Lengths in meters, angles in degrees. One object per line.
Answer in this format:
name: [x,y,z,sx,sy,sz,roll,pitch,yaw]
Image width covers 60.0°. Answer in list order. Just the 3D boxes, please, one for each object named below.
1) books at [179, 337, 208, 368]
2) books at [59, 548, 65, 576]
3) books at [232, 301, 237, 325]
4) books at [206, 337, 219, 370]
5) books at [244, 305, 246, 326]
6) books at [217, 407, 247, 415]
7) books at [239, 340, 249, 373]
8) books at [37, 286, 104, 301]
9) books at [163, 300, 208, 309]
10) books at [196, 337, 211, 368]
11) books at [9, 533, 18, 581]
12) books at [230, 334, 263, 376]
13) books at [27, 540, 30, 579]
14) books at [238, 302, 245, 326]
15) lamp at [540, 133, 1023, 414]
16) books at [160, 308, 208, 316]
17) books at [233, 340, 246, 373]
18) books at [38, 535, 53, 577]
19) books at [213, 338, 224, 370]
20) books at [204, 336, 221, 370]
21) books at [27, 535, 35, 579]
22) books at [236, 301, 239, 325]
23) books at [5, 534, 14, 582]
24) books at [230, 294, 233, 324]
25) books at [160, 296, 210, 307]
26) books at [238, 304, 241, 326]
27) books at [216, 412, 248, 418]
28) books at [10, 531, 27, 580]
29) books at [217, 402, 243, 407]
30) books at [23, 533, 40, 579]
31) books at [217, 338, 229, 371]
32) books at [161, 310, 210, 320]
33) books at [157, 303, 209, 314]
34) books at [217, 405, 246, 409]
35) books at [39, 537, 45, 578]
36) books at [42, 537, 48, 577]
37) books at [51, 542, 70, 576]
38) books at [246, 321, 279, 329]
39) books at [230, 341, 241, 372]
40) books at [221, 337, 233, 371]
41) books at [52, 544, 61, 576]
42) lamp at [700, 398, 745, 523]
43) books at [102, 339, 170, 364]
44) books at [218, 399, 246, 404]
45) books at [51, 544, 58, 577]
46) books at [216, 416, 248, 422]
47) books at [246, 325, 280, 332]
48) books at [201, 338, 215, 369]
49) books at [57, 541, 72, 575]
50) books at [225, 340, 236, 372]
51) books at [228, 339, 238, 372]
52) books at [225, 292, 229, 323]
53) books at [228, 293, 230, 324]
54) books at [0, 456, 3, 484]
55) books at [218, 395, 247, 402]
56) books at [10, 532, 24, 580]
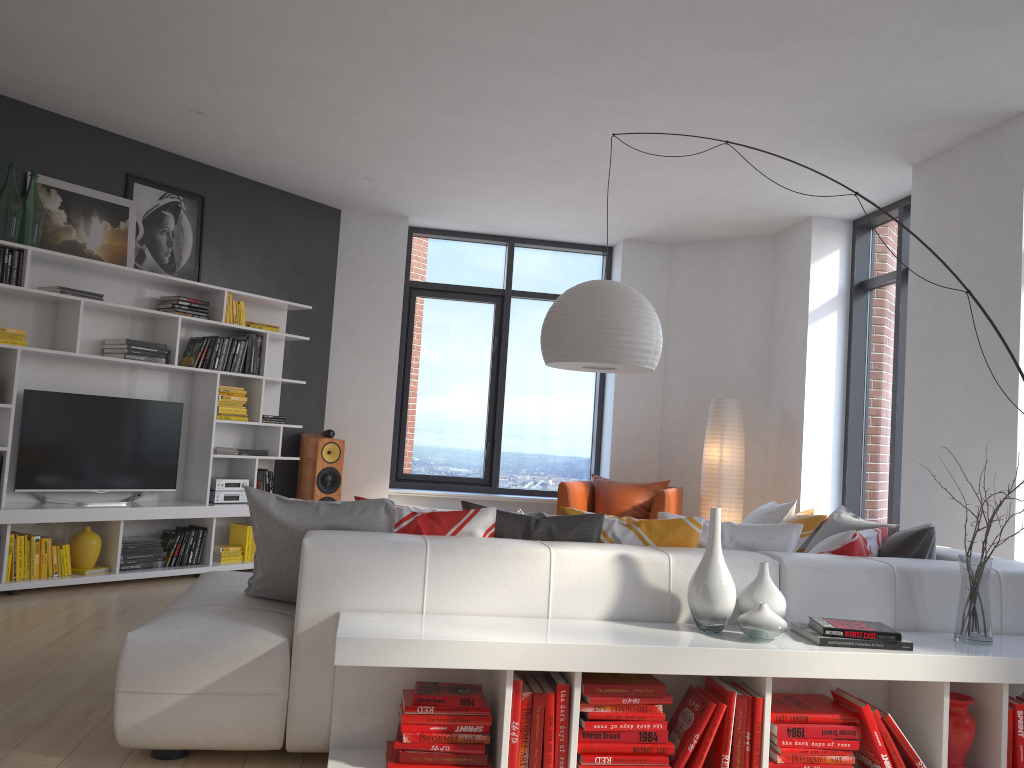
books: [-2.284,-0.225,6.350,0.182,0.234,0.104,1,-5,36]
books: [-2.793,1.091,5.452,0.113,0.169,0.049,1,-5,35]
books: [-2.087,-0.523,6.550,0.132,0.180,0.054,1,-5,36]
books: [-2.207,-0.218,6.418,0.172,0.242,0.069,1,-5,37]
books: [-2.040,-0.518,6.621,0.142,0.184,0.044,1,-5,37]
books: [-2.137,0.196,6.608,0.189,0.042,0.243,1,-5,36]
books: [-2.071,-0.203,6.644,0.197,0.260,0.066,1,-5,36]
books: [-2.811,-0.568,5.645,0.250,0.047,0.310,1,-5,32]
books: [-2.324,-0.560,6.313,0.180,0.026,0.246,1,-5,39]
books: [-2.268,-0.221,6.380,0.187,0.234,0.096,1,-5,36]
books: [-2.986,1.011,5.240,0.213,0.271,0.048,1,-5,36]
books: [-2.034,-0.220,6.741,0.259,0.321,0.128,1,-5,36]
books: [-2.927,1.042,5.299,0.156,0.230,0.042,1,-5,34]
books: [-2.047,-0.520,6.598,0.141,0.184,0.064,1,-5,37]
lamp: [1.602,0.101,3.814,3.199,2.647,0.710,2,-4,27]
books: [-2.337,-0.507,6.309,0.189,0.020,0.264,1,-5,35]
books: [-2.090,-0.202,6.616,0.191,0.249,0.084,1,-5,36]
books: [-2.868,1.049,5.421,0.172,0.235,0.056,1,-5,35]
books: [-2.194,-0.214,6.470,0.179,0.243,0.068,1,-5,35]
books: [-2.215,-0.223,6.452,0.192,0.254,0.075,1,-5,35]
books: [-2.918,1.031,5.320,0.180,0.252,0.041,1,-5,36]
books: [-2.070,-0.521,6.562,0.128,0.178,0.044,1,-5,36]
books: [-2.992,1.008,5.197,0.204,0.270,0.029,1,-5,36]
books: [-2.122,-0.549,6.539,0.164,0.224,0.054,1,-5,35]
books: [-2.333,-0.587,6.320,0.209,0.030,0.266,2,-5,30]
books: [-2.050,-0.509,6.569,0.108,0.161,0.046,1,-5,35]
books: [-2.136,0.230,6.602,0.203,0.024,0.257,1,-5,39]
books: [-2.951,1.021,5.296,0.202,0.267,0.038,1,-5,36]
books: [-2.136,0.150,6.598,0.145,0.023,0.217,0,-5,40]
books: [-2.911,1.033,5.346,0.185,0.252,0.055,1,-5,35]
books: [-2.176,-0.215,6.503,0.191,0.249,0.084,1,-5,36]
books: [-2.335,-0.482,6.306,0.214,0.030,0.284,1,-5,40]
books: [-2.349,-0.532,6.325,0.214,0.030,0.284,1,-5,40]
books: [-2.148,0.168,6.616,0.189,0.014,0.251,1,-5,39]
books: [-2.877,1.042,5.360,0.169,0.240,0.043,1,-5,35]
books: [-2.879,1.046,5.390,0.171,0.235,0.043,1,-5,34]
books: [-2.790,1.080,5.482,0.148,0.193,0.067,1,-5,37]
books: [-1.956,-0.446,6.808,0.203,0.024,0.257,1,-5,39]
books: [-2.103,-0.202,6.578,0.179,0.243,0.071,1,-5,35]
books: [-2.156,-0.217,6.531,0.197,0.260,0.066,1,-5,36]
books: [-2.814,1.079,5.445,0.134,0.187,0.046,1,-5,36]
lamp: [1.846,0.894,7.087,0.804,1.550,0.502,0,-5,41]
books: [-2.556,-0.217,6.034,0.277,0.137,0.343,1,-5,31]
books: [-2.142,0.131,6.619,0.171,0.019,0.239,1,-5,36]
books: [-2.832,1.076,5.432,0.138,0.188,0.056,1,-5,36]
books: [-2.129,0.256,6.598,0.194,0.028,0.257,0,-5,41]
books: [-1.949,-0.420,6.804,0.194,0.028,0.257,0,-5,41]
books: [-2.238,-0.218,6.397,0.169,0.233,0.081,1,-5,35]
books: [-2.783,1.082,5.507,0.149,0.193,0.046,1,-5,37]
books: [-2.121,-0.204,6.531,0.172,0.242,0.069,1,-5,37]
books: [-2.129,-0.210,6.565,0.192,0.254,0.075,1,-5,35]
books: [-2.130,-0.555,6.481,0.161,0.229,0.041,1,-5,35]
books: [-2.132,-0.552,6.510,0.163,0.224,0.041,1,-5,34]
books: [-3.112,0.570,5.260,0.230,0.297,0.051,1,-5,36]
books: [-2.133,0.106,6.628,0.176,0.033,0.239,1,-5,39]
books: [-2.970,1.021,5.272,0.198,0.258,0.066,1,-5,36]
